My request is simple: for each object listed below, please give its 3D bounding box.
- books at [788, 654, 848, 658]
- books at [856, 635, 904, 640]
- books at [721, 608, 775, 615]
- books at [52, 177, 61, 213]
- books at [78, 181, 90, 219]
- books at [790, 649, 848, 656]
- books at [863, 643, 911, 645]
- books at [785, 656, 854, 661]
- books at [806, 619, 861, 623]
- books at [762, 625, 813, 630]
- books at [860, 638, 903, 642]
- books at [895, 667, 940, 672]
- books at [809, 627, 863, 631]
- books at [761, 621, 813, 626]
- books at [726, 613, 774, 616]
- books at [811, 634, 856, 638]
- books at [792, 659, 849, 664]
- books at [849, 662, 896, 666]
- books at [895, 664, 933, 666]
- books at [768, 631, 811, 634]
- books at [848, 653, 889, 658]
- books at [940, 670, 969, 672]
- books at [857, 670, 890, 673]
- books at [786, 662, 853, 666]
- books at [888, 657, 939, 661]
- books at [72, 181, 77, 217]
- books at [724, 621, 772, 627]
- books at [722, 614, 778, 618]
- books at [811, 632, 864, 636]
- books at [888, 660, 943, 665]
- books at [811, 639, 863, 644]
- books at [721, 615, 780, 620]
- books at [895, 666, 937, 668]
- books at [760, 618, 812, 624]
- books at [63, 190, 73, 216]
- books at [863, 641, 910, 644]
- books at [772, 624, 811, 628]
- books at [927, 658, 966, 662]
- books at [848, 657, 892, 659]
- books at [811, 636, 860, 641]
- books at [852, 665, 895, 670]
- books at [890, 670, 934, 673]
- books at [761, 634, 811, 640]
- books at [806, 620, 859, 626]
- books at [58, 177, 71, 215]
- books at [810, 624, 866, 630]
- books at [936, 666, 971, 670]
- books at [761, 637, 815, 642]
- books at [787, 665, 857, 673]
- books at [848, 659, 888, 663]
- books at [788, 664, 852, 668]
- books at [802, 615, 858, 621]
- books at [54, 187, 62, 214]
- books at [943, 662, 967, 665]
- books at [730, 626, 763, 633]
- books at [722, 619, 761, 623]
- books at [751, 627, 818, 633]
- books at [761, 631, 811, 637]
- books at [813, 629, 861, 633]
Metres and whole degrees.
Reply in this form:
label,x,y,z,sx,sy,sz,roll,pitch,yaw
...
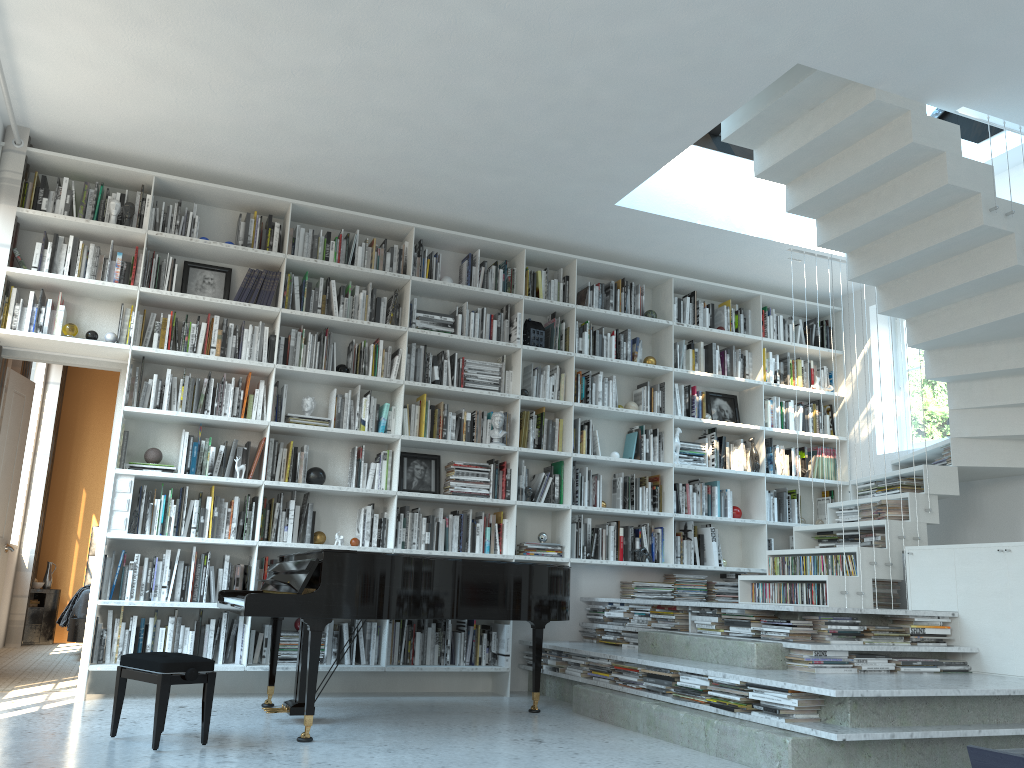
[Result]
label,x,y,z,sx,sy,sz,roll,pitch,yaw
books,1.510,1.346,4.390,0.257,0.010,0.132,7,-14,-18
books,1.919,1.335,4.684,0.215,0.015,0.177,7,-14,-21
books,1.291,1.246,4.855,0.189,0.022,0.238,6,-14,-17
books,-2.796,-1.106,5.441,0.010,0.280,0.161,7,-14,-22
books,-2.654,-1.088,5.497,0.039,0.282,0.182,7,-14,-22
books,1.516,1.326,4.381,0.234,0.025,0.158,9,-15,-27
books,1.920,1.364,4.673,0.291,0.007,0.174,7,-14,-19
books,1.515,1.355,4.376,0.292,0.012,0.159,7,-14,-19
books,1.663,1.227,4.599,0.228,0.009,0.159,9,-15,-26
books,1.430,1.264,4.604,0.137,0.012,0.243,7,-14,-21
books,1.913,1.353,4.695,0.294,0.014,0.134,8,-15,-25
books,2.040,1.464,4.571,0.250,0.018,0.178,7,-14,-19
books,1.660,1.269,4.594,0.260,0.009,0.153,7,-14,-19
books,1.427,1.243,4.607,0.132,0.009,0.270,7,-14,-18
books,1.304,1.262,4.857,0.170,0.008,0.208,7,-14,-19
books,1.655,1.305,4.595,0.208,0.012,0.132,9,-15,-26
books,1.516,1.366,4.370,0.210,0.012,0.168,7,-14,-18
books,1.774,1.410,4.480,0.273,0.012,0.159,8,-14,-24
books,2.031,1.451,4.596,0.273,0.009,0.129,7,-14,-19
books,1.426,1.286,4.597,0.134,0.006,0.227,7,-14,-18
books,1.772,1.377,4.495,0.220,0.013,0.149,8,-14,-23
books,2.278,1.507,4.682,0.179,0.010,0.160,8,-14,-22
books,1.771,1.443,4.477,0.208,0.015,0.153,8,-14,-24
books,1.513,1.381,4.373,0.285,0.008,0.160,8,-14,-24
books,2.032,1.421,4.584,0.275,0.009,0.177,8,-14,-22
books,-2.693,-1.087,5.463,0.057,0.262,0.191,7,-14,-22
books,1.303,1.313,4.847,0.177,0.026,0.230,8,-14,-22
books,1.304,1.270,4.856,0.171,0.007,0.261,8,-14,-24
books,1.665,1.288,4.577,0.215,0.013,0.189,8,-14,-23
books,2.042,1.433,4.576,0.287,0.018,0.190,8,-14,-23
books,1.662,1.326,4.572,0.216,0.015,0.178,8,-14,-24
books,1.302,1.279,4.853,0.168,0.013,0.282,8,-15,-25
books,2.038,1.454,4.579,0.254,0.005,0.161,9,-15,-26
books,1.424,1.232,4.608,0.149,0.014,0.229,8,-14,-24
books,-2.727,-1.063,5.450,0.030,0.206,0.176,7,-14,-22
books,1.920,1.358,4.674,0.287,0.005,0.165,6,-14,-17
books,1.451,1.256,4.614,0.091,0.011,0.190,8,-14,-24
books,2.276,1.464,4.702,0.215,0.007,0.131,7,-14,-20
books,1.773,1.385,4.491,0.242,0.005,0.153,7,-14,-21
books,1.656,1.316,4.588,0.227,0.012,0.148,8,-14,-24
books,1.778,1.423,4.467,0.232,0.019,0.170,9,-15,-27
books,2.031,1.482,4.587,0.250,0.009,0.144,8,-14,-23
books,1.413,1.308,4.587,0.161,0.014,0.212,7,-14,-18
books,1.660,1.242,4.604,0.221,0.018,0.154,7,-14,-21
books,-2.756,-1.102,5.456,0.028,0.283,0.189,7,-14,-22
books,1.669,1.253,4.577,0.230,0.015,0.190,6,-14,-17
books,2.278,1.495,4.687,0.234,0.017,0.152,7,-14,-21
books,1.427,1.321,4.591,0.144,0.009,0.250,8,-14,-22
books,1.520,1.398,4.350,0.262,0.023,0.200,8,-14,-24
books,1.770,1.398,4.494,0.211,0.018,0.134,7,-14,-19
books,1.512,1.388,4.371,0.264,0.006,0.165,7,-14,-21
books,1.656,1.219,4.620,0.261,0.016,0.129,8,-14,-23
books,-2.785,-1.076,5.449,0.024,0.226,0.157,7,-14,-22
books,2.275,1.475,4.700,0.229,0.014,0.133,8,-14,-23
books,1.311,1.340,4.844,0.155,0.028,0.190,7,-14,-21
books,1.299,1.295,4.849,0.187,0.009,0.251,8,-14,-22
books,1.408,1.274,4.592,0.185,0.014,0.297,8,-14,-23
books,1.419,1.295,4.593,0.152,0.015,0.208,8,-15,-25
books,1.661,1.278,4.589,0.210,0.012,0.168,7,-14,-21
